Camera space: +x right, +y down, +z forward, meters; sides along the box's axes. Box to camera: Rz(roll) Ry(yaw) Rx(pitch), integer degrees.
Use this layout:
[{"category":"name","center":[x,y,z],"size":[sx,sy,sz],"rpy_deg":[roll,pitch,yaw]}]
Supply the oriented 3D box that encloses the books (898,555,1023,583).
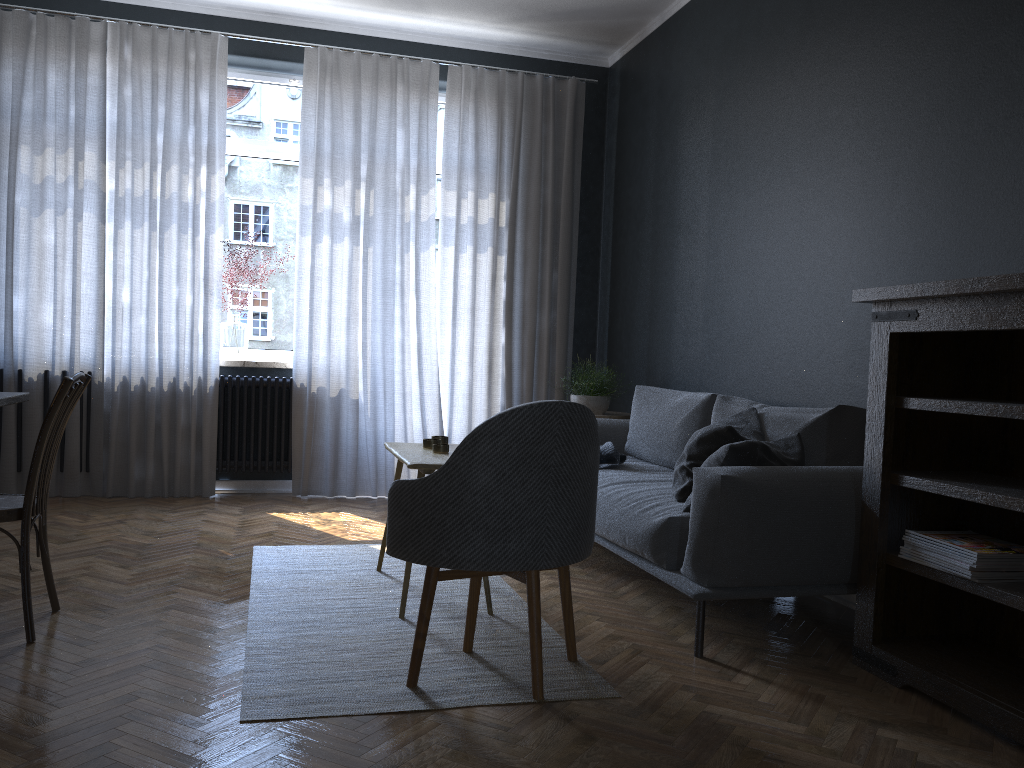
[{"category":"books","center":[1.293,0.519,2.515],"size":[0.218,0.008,0.304],"rpy_deg":[2,2,-16]}]

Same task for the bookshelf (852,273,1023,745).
[{"category":"bookshelf","center":[1.507,0.336,1.921],"size":[0.451,1.173,1.917],"rpy_deg":[2,2,-15]}]

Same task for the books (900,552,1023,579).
[{"category":"books","center":[1.292,0.512,2.516],"size":[0.218,0.007,0.304],"rpy_deg":[2,2,-11]}]

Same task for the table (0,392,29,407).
[{"category":"table","center":[-2.094,0.407,2.314],"size":[1.126,0.728,1.603],"rpy_deg":[2,2,-15]}]

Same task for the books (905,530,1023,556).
[{"category":"books","center":[1.304,0.446,2.504],"size":[0.218,0.013,0.304],"rpy_deg":[2,2,-11]}]

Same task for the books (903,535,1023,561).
[{"category":"books","center":[1.300,0.462,2.506],"size":[0.218,0.008,0.304],"rpy_deg":[2,2,-12]}]

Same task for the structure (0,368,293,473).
[{"category":"structure","center":[-2.145,0.232,5.438],"size":[1.846,0.601,0.215],"rpy_deg":[2,3,-15]}]

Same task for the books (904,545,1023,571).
[{"category":"books","center":[1.299,0.492,2.516],"size":[0.218,0.008,0.288],"rpy_deg":[2,2,-9]}]

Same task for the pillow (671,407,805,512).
[{"category":"pillow","center":[0.823,0.276,3.293],"size":[0.442,0.362,0.797],"rpy_deg":[2,2,3]}]

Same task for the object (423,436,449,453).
[{"category":"object","center":[-0.305,0.240,3.550],"size":[0.103,0.033,0.368],"rpy_deg":[2,2,-5]}]

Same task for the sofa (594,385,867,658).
[{"category":"sofa","center":[0.704,0.433,3.915],"size":[0.970,0.798,2.338],"rpy_deg":[2,2,-16]}]

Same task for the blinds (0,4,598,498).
[{"category":"blinds","center":[-1.424,-0.699,5.519],"size":[3.993,2.791,0.312],"rpy_deg":[2,3,-15]}]

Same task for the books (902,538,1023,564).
[{"category":"books","center":[1.297,0.468,2.506],"size":[0.218,0.008,0.304],"rpy_deg":[2,2,-12]}]

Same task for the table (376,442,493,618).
[{"category":"table","center":[-0.307,0.534,3.426],"size":[0.339,0.550,0.787],"rpy_deg":[2,2,-15]}]

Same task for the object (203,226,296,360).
[{"category":"object","center":[-1.693,-0.553,5.546],"size":[0.514,0.810,0.599],"rpy_deg":[0,3,-41]}]

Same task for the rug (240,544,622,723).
[{"category":"rug","center":[-0.448,0.807,3.263],"size":[1.003,0.013,2.009],"rpy_deg":[2,2,-15]}]

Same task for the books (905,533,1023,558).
[{"category":"books","center":[1.304,0.454,2.506],"size":[0.218,0.008,0.304],"rpy_deg":[2,2,-11]}]

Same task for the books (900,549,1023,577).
[{"category":"books","center":[1.293,0.505,2.514],"size":[0.218,0.008,0.304],"rpy_deg":[2,2,-11]}]

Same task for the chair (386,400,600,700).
[{"category":"chair","center":[-0.002,0.438,2.538],"size":[0.645,0.812,0.494],"rpy_deg":[1,3,-37]}]

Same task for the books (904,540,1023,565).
[{"category":"books","center":[1.298,0.476,2.509],"size":[0.218,0.008,0.288],"rpy_deg":[2,2,-11]}]

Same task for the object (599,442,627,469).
[{"category":"object","center":[0.256,0.425,4.390],"size":[0.490,0.329,0.666],"rpy_deg":[2,2,-11]}]

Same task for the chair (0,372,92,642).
[{"category":"chair","center":[-1.613,0.365,2.796],"size":[0.467,0.820,0.362],"rpy_deg":[2,3,-16]}]

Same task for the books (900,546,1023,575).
[{"category":"books","center":[1.292,0.497,2.515],"size":[0.218,0.013,0.304],"rpy_deg":[2,2,-11]}]

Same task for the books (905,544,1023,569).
[{"category":"books","center":[1.300,0.486,2.515],"size":[0.218,0.008,0.288],"rpy_deg":[2,2,-9]}]

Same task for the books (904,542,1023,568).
[{"category":"books","center":[1.302,0.481,2.507],"size":[0.218,0.006,0.304],"rpy_deg":[2,2,-11]}]
